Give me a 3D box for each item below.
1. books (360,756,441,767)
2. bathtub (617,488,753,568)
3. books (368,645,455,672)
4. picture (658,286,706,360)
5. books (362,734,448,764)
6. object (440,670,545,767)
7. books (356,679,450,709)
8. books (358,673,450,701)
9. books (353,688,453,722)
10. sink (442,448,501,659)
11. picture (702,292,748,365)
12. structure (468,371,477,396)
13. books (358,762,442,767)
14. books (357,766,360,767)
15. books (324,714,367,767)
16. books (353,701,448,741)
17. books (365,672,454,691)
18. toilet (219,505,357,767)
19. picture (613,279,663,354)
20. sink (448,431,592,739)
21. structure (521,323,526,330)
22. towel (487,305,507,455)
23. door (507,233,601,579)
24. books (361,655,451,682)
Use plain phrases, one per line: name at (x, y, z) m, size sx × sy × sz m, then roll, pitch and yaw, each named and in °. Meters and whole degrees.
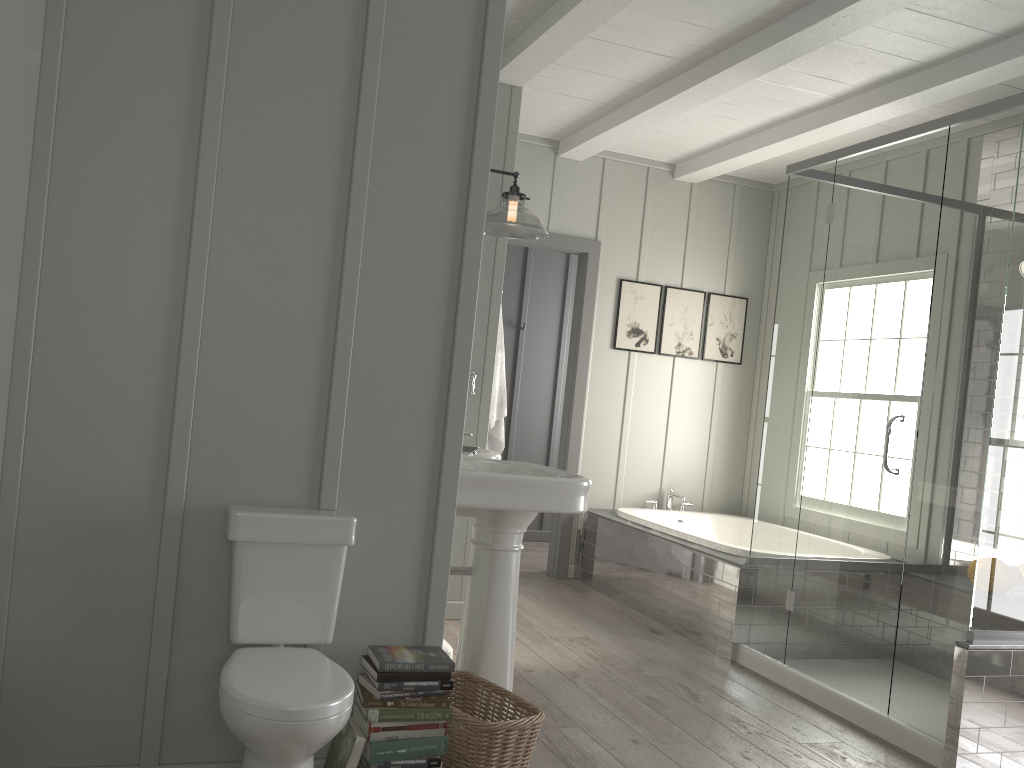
books at (-0.313, 0.998, 2.392) m, size 0.203 × 0.024 × 0.153 m, roll 6°, pitch -1°, yaw -20°
bathtub at (1.317, 0.959, 5.193) m, size 1.027 × 0.490 × 1.593 m, roll 6°, pitch -1°, yaw -21°
books at (-0.275, 0.744, 2.394) m, size 0.203 × 0.024 × 0.152 m, roll 6°, pitch -1°, yaw -18°
picture at (1.144, -0.409, 5.930) m, size 0.307 × 0.461 × 0.012 m, roll 6°, pitch 1°, yaw -19°
books at (-0.311, 0.960, 2.396) m, size 0.222 × 0.053 × 0.163 m, roll 6°, pitch -1°, yaw -30°
object at (-0.133, 1.063, 2.726) m, size 0.282 × 0.220 × 0.480 m, roll 6°, pitch -1°, yaw -39°
books at (-0.298, 0.840, 2.393) m, size 0.229 × 0.024 × 0.151 m, roll 6°, pitch -1°, yaw -14°
books at (-0.294, 0.816, 2.402) m, size 0.201 × 0.025 × 0.154 m, roll 6°, pitch -1°, yaw -30°
books at (-0.299, 0.867, 2.395) m, size 0.230 × 0.032 × 0.173 m, roll 6°, pitch -1°, yaw -20°
sink at (-0.407, 0.650, 3.804) m, size 0.555 × 1.013 × 0.581 m, roll 6°, pitch 0°, yaw -20°
picture at (1.456, -0.376, 6.036) m, size 0.307 × 0.461 × 0.012 m, roll 6°, pitch 1°, yaw -19°
structure at (-0.449, -0.031, 4.298) m, size 0.590 × 0.123 × 0.055 m, roll 6°, pitch 0°, yaw -19°
books at (-0.316, 1.022, 2.404) m, size 0.201 × 0.025 × 0.154 m, roll 6°, pitch -1°, yaw -30°
books at (-0.319, 1.046, 2.395) m, size 0.228 × 0.024 × 0.151 m, roll 6°, pitch -1°, yaw -20°
books at (-0.458, 1.021, 2.348) m, size 0.089 × 0.235 × 0.173 m, roll 6°, pitch 0°, yaw -21°
books at (-0.307, 0.908, 2.401) m, size 0.218 × 0.052 × 0.159 m, roll 6°, pitch -1°, yaw -25°
books at (-0.280, 0.793, 2.394) m, size 0.203 × 0.024 × 0.153 m, roll 6°, pitch -1°, yaw -20°
toilet at (-0.546, 0.730, 2.147) m, size 0.325 × 0.787 × 0.535 m, roll 6°, pitch 0°, yaw -21°
picture at (0.832, -0.442, 5.824) m, size 0.307 × 0.461 × 0.012 m, roll 6°, pitch 1°, yaw -19°
sink at (-0.102, 0.670, 3.034) m, size 0.555 × 1.013 × 0.581 m, roll 6°, pitch 0°, yaw -20°
structure at (0.079, -0.453, 6.992) m, size 0.019 × 0.051 × 0.138 m, roll 6°, pitch -1°, yaw -22°
towel at (-0.096, 0.124, 4.642) m, size 0.159 × 1.204 × 0.324 m, roll 6°, pitch 0°, yaw -16°
door at (0.868, 0.169, 2.518) m, size 4.172 × 2.196 × 7.941 m, roll 6°, pitch -1°, yaw -21°
books at (-0.288, 0.767, 2.390) m, size 0.202 × 0.024 × 0.153 m, roll 6°, pitch -1°, yaw -23°
